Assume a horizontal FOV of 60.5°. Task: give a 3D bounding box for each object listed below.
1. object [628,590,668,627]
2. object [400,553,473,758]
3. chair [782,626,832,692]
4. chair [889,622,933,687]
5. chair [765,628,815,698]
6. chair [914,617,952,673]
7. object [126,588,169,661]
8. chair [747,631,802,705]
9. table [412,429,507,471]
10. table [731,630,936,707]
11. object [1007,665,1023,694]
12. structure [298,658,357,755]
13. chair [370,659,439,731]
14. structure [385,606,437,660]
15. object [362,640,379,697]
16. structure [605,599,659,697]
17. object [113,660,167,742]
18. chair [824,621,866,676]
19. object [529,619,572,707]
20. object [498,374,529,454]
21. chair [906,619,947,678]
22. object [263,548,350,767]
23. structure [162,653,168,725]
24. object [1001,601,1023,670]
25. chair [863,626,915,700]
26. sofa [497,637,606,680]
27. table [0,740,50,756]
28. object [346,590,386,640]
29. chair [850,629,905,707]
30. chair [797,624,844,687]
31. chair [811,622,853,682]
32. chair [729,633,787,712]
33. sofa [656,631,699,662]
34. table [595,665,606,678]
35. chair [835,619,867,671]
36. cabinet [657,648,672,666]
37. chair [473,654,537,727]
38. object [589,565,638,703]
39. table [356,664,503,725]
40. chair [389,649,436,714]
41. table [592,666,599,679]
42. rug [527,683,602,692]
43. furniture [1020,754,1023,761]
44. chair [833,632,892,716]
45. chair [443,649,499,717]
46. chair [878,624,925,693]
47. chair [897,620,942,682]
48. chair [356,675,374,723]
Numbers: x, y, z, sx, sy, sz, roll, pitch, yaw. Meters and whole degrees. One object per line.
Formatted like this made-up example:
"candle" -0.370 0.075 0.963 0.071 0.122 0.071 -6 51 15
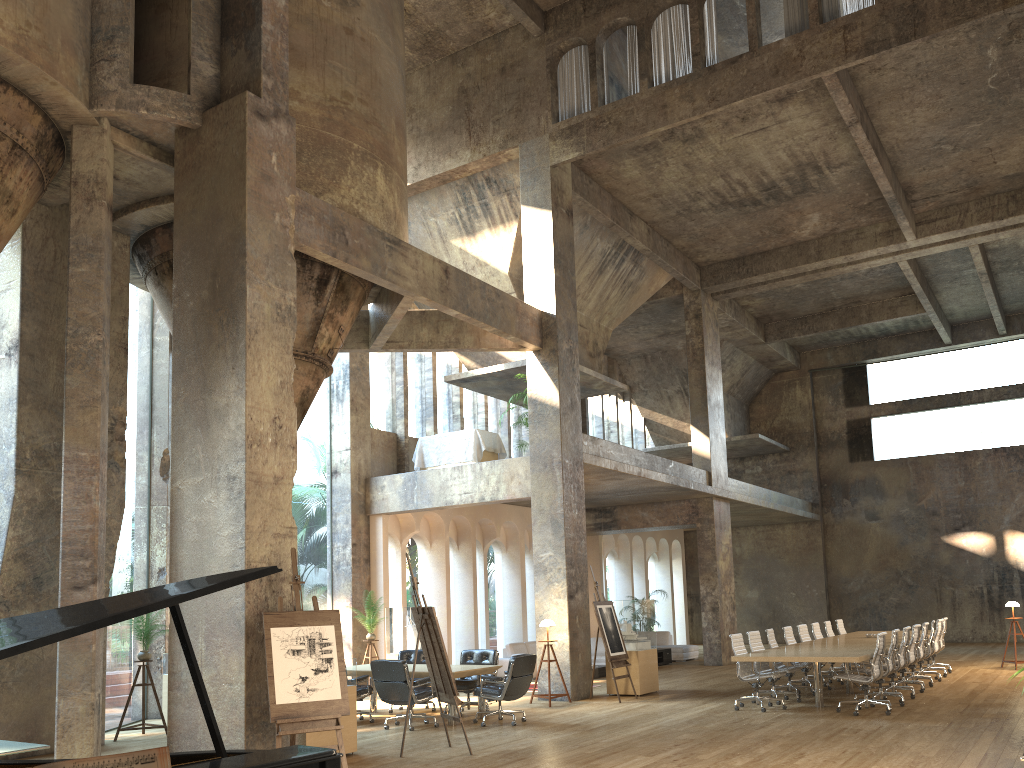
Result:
"object" 3.613 6.564 24.155 1.416 1.779 1.370 -9 -12 38
"object" -0.888 2.870 9.363 0.685 2.107 0.713 2 -8 -25
"chair" 4.810 4.471 14.345 0.706 1.006 0.672 -9 -11 38
"chair" 6.518 4.431 14.406 0.706 1.006 0.672 -9 -11 38
"chair" 4.296 4.293 13.570 0.704 1.006 0.673 -8 -11 32
"chair" 7.932 4.946 16.643 0.706 1.006 0.672 -9 -11 38
"object" -4.695 3.084 11.288 0.867 0.922 0.696 -9 -12 35
"chair" 3.835 4.128 12.850 0.706 1.006 0.671 -10 -12 41
"table" -1.027 1.379 17.022 1.765 0.786 1.129 -10 -14 32
"table" 5.661 4.559 14.283 1.615 0.744 7.814 -10 -16 31
"object" 2.553 1.573 3.347 1.097 1.429 1.146 -6 -10 23
"structure" -2.175 3.440 9.313 0.749 0.996 0.744 -8 -11 32
"chair" -1.339 3.987 11.356 0.737 0.876 0.829 -10 -13 39
"structure" -1.811 4.819 15.927 0.598 1.519 0.751 -7 -10 32
"object" -2.542 5.102 15.809 0.658 0.954 0.582 -1 -9 -3
"structure" 1.976 4.358 14.576 0.598 1.519 0.751 -7 -10 32
"object" -4.752 4.050 11.330 0.659 0.954 0.581 2 -9 -21
"chair" 6.281 4.988 16.598 0.705 1.006 0.672 -9 -11 36
"object" 0.486 4.275 13.517 0.575 1.273 0.666 -7 -10 32
"object" 0.543 0.553 15.954 1.416 1.775 1.370 -9 -12 38
"chair" 7.485 4.776 15.906 0.706 1.006 0.671 -10 -12 41
"object" -1.831 2.491 7.730 0.703 2.107 0.694 3 -9 -31
"structure" -4.320 4.245 12.251 0.741 0.995 0.752 -8 -11 32
"object" 9.653 4.854 17.005 0.659 1.273 0.580 2 -9 -24
"chair" 5.546 4.090 12.921 0.706 1.006 0.672 -9 -11 38
"sofa" 1.317 5.894 18.975 2.082 0.708 2.966 -10 -16 32
"table" -4.670 3.177 7.012 1.887 0.536 0.953 -11 -15 32
"object" -2.627 4.184 15.946 0.691 0.922 0.873 -6 -11 23
"chair" 5.046 3.914 12.154 0.705 1.006 0.672 -9 -11 36
"chair" 5.293 4.639 15.079 0.706 1.006 0.671 -10 -12 41
"chair" 5.781 4.812 15.830 0.706 1.006 0.672 -9 -11 38
"chair" 3.393 3.957 12.110 0.706 1.006 0.672 -9 -11 38
"sofa" 3.611 6.701 22.484 2.085 0.707 1.085 -10 -14 32
"table" 1.483 5.931 18.091 0.797 0.199 1.125 -10 -16 32
"chair" 6.801 5.170 17.388 0.706 1.006 0.672 -9 -12 38
"cabinet" 3.249 6.381 20.454 0.399 0.362 1.582 -9 -15 32
"chair" -0.134 3.977 11.470 0.826 0.876 0.740 -7 -11 29
"object" 1.497 3.918 13.851 0.689 2.107 0.709 -6 -9 31
"table" -1.426 4.323 12.307 2.431 0.686 1.119 -11 -15 32
"chair" -1.479 4.446 13.169 0.730 0.875 0.838 -3 -10 6
"table" 1.281 5.840 17.785 0.867 0.242 0.375 -11 -15 32
"rug" 0.272 5.591 16.204 2.484 0.009 1.363 -11 -17 32
"furniture" 4.189 2.603 6.449 0.714 0.826 1.896 -8 -14 32
"chair" 2.183 4.212 12.945 13.065 1.012 31.912 -11 -16 31
"chair" -0.616 4.287 12.648 0.734 0.876 0.833 -7 -11 26
"chair" 6.034 4.263 13.673 0.706 1.006 0.671 -10 -12 41
"chair" 7.017 4.612 15.191 0.704 1.006 0.673 -8 -11 32
"chair" -2.273 4.168 11.960 0.736 0.876 0.831 -8 -12 33
